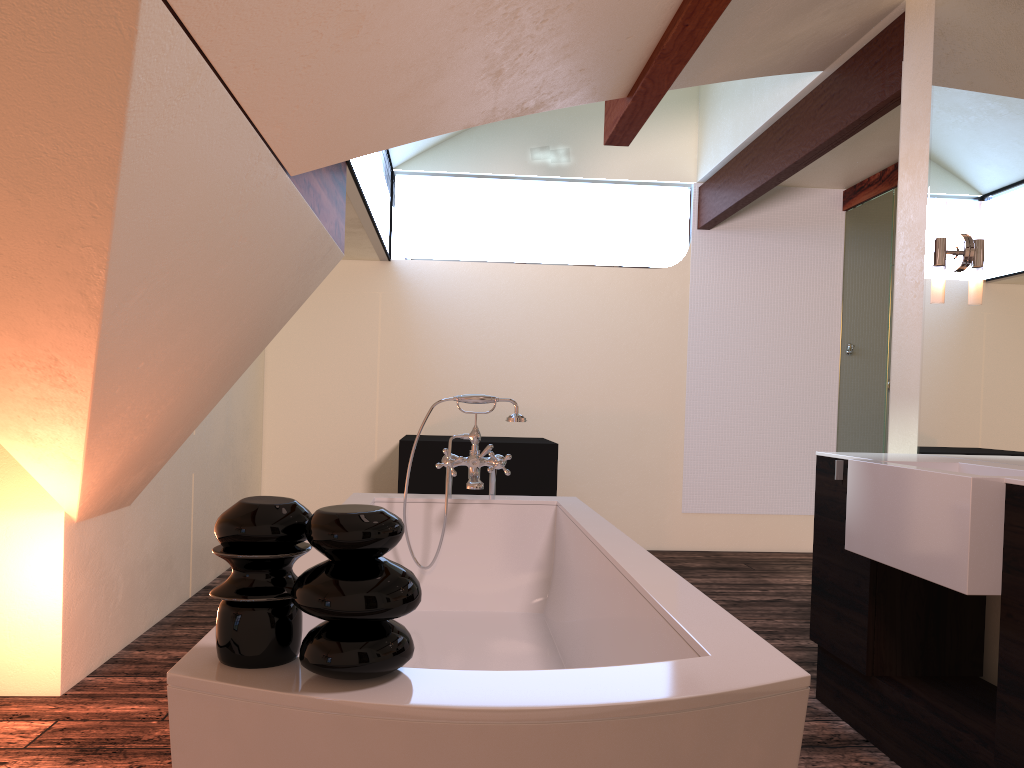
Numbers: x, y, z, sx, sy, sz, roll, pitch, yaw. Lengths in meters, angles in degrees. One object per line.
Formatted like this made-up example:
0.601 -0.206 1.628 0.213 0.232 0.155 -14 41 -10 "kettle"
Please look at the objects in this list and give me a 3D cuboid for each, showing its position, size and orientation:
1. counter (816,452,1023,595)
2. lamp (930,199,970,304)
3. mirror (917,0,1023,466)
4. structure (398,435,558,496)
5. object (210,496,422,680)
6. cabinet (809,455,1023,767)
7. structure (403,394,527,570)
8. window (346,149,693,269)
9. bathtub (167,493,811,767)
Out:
1.242 0.389 2.111 0.442 0.296 1.855 2 -1 -4 "counter"
1.393 -0.470 2.846 0.083 0.365 0.131 2 1 -4 "lamp"
1.546 -0.682 1.439 0.011 1.844 3.234 2 -1 -4 "mirror"
-0.219 0.791 5.240 0.869 0.861 0.800 2 0 -4 "structure"
-0.244 0.278 1.113 0.276 0.229 0.156 1 0 26 "object"
1.261 0.716 2.119 0.386 0.923 1.855 2 -1 -4 "cabinet"
-0.135 0.600 3.031 0.384 1.121 0.554 2 1 11 "structure"
0.306 -1.248 4.266 2.107 0.676 3.517 2 -1 -4 "window"
-0.098 0.765 2.081 0.799 0.694 2.216 2 -1 -4 "bathtub"
